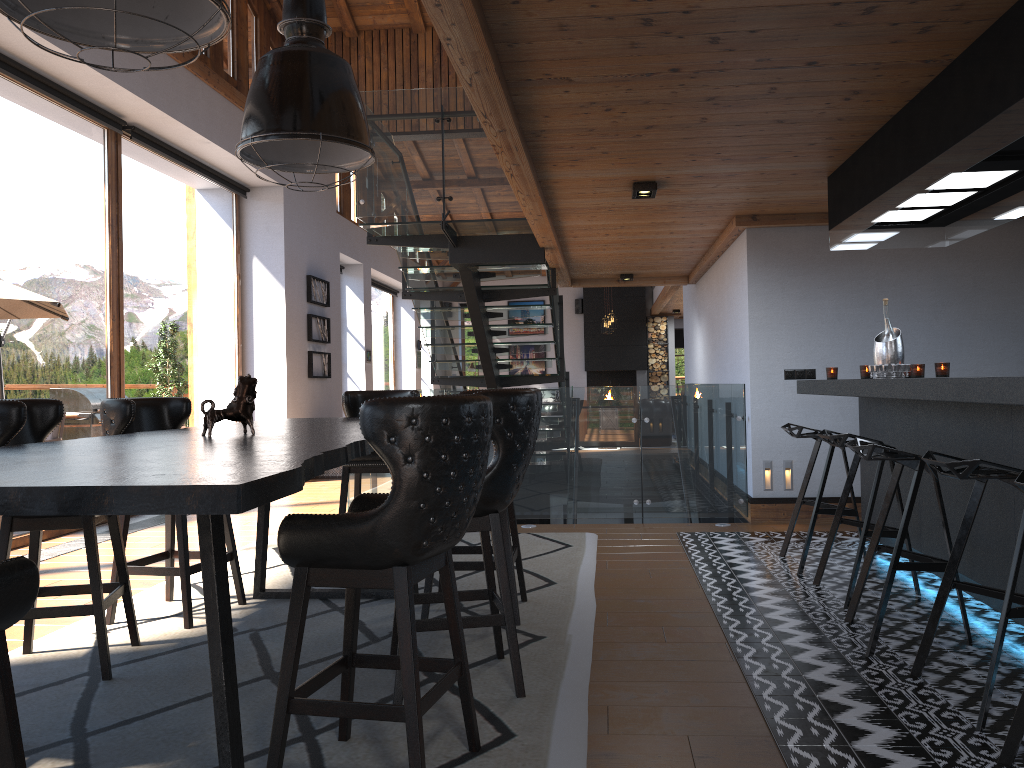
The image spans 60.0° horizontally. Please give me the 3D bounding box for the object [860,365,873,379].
[{"bbox_3d":[2.122,-0.071,5.303,0.080,0.081,0.078,-1,-1,-30],"label":"object"}]

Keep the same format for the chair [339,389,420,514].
[{"bbox_3d":[-0.829,0.585,5.574,0.503,1.092,0.569,-1,-1,4],"label":"chair"}]

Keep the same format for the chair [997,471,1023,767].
[{"bbox_3d":[1.571,0.658,2.246,0.468,0.839,0.540,-1,-1,6],"label":"chair"}]

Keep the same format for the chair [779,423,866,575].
[{"bbox_3d":[1.863,0.657,5.267,0.468,0.839,0.540,-1,-1,5],"label":"chair"}]

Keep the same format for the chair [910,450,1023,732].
[{"bbox_3d":[1.680,0.657,3.017,0.469,0.839,0.539,-1,-1,2],"label":"chair"}]

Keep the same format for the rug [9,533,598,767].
[{"bbox_3d":[-0.907,1.130,3.893,2.546,0.047,5.643,-1,0,6],"label":"rug"}]

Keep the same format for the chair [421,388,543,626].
[{"bbox_3d":[-0.127,0.568,4.265,0.567,1.092,0.505,-1,-1,4],"label":"chair"}]

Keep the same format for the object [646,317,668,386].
[{"bbox_3d":[3.331,-0.223,20.274,0.493,2.612,0.467,-1,-1,5],"label":"object"}]

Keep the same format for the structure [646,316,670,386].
[{"bbox_3d":[3.336,-0.230,20.264,0.501,2.617,0.513,-1,-1,5],"label":"structure"}]

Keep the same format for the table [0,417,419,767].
[{"bbox_3d":[-1.010,0.676,3.582,1.426,0.950,3.804,-1,0,6],"label":"table"}]

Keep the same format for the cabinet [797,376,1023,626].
[{"bbox_3d":[2.187,0.518,3.754,0.887,1.104,4.811,-1,0,6],"label":"cabinet"}]

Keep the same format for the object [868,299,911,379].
[{"bbox_3d":[2.142,-0.257,5.045,0.225,0.452,0.225,-1,-1,5],"label":"object"}]

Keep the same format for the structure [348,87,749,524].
[{"bbox_3d":[-2.299,0.783,9.048,9.191,6.399,11.048,-1,0,5],"label":"structure"}]

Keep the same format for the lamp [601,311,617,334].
[{"bbox_3d":[1.906,-2.122,17.776,0.262,2.202,0.801,-1,-1,-3],"label":"lamp"}]

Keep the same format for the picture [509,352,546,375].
[{"bbox_3d":[0.358,-0.551,20.768,0.877,0.816,0.036,-1,-1,5],"label":"picture"}]

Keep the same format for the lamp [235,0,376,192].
[{"bbox_3d":[-0.982,-3.238,4.079,0.629,4.686,0.614,0,-1,-40],"label":"lamp"}]

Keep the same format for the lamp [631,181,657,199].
[{"bbox_3d":[0.855,-1.260,5.739,0.155,0.068,0.261,-1,0,6],"label":"lamp"}]

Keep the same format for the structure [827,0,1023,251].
[{"bbox_3d":[2.184,-1.087,3.963,0.709,0.476,3.257,-1,0,6],"label":"structure"}]

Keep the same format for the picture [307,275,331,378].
[{"bbox_3d":[-2.539,-0.734,11.680,0.059,1.312,0.775,-1,-1,6],"label":"picture"}]

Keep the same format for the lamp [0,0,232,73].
[{"bbox_3d":[-1.149,-3.238,2.492,0.629,4.686,0.614,0,-1,-40],"label":"lamp"}]

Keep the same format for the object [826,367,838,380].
[{"bbox_3d":[2.158,-0.071,5.975,0.078,0.081,0.080,-2,-1,40],"label":"object"}]

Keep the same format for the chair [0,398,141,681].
[{"bbox_3d":[-1.845,0.601,3.528,0.571,1.092,0.502,-1,-1,-11],"label":"chair"}]

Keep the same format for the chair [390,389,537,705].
[{"bbox_3d":[-0.179,0.568,3.301,0.571,1.092,0.502,-1,-1,-11],"label":"chair"}]

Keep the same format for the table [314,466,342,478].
[{"bbox_3d":[-2.151,0.939,11.651,0.683,0.470,1.257,-1,0,6],"label":"table"}]

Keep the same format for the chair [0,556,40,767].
[{"bbox_3d":[-1.198,0.585,1.555,0.503,1.092,0.569,-1,-1,4],"label":"chair"}]

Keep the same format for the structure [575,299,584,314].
[{"bbox_3d":[1.566,-1.803,20.607,0.213,0.349,0.214,-1,-1,5],"label":"structure"}]

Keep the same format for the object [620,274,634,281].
[{"bbox_3d":[1.353,-1.262,10.466,0.155,0.068,0.261,-1,0,6],"label":"object"}]

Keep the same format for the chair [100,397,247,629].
[{"bbox_3d":[-1.694,0.609,4.339,0.565,1.092,0.507,-1,-1,14],"label":"chair"}]

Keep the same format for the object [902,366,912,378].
[{"bbox_3d":[2.440,-0.077,5.471,0.080,0.081,0.078,-1,-1,-30],"label":"object"}]

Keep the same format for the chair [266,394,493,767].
[{"bbox_3d":[-0.329,0.579,2.489,0.565,1.092,0.507,-1,-1,14],"label":"chair"}]

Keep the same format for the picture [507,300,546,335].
[{"bbox_3d":[0.339,-1.545,20.782,0.877,0.816,0.036,-1,-1,5],"label":"picture"}]

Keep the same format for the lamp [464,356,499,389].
[{"bbox_3d":[-0.751,0.212,19.696,0.522,1.899,1.335,-2,-1,27],"label":"lamp"}]

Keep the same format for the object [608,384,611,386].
[{"bbox_3d":[2.103,0.335,17.111,0.403,0.808,0.624,-1,-1,17],"label":"object"}]

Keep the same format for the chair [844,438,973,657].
[{"bbox_3d":[1.673,0.658,3.734,0.467,0.839,0.541,-1,-1,11],"label":"chair"}]

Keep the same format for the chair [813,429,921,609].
[{"bbox_3d":[1.827,0.656,4.510,0.469,0.839,0.539,-1,-1,2],"label":"chair"}]

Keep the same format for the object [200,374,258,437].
[{"bbox_3d":[-1.134,0.085,3.552,0.223,0.253,0.114,-1,-1,-32],"label":"object"}]

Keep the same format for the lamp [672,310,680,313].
[{"bbox_3d":[3.595,-1.596,19.405,0.155,0.068,0.261,-1,0,6],"label":"lamp"}]

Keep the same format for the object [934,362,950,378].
[{"bbox_3d":[2.379,-0.077,4.900,0.080,0.081,0.078,-1,-1,-30],"label":"object"}]

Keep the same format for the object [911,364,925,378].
[{"bbox_3d":[2.420,-0.077,5.282,0.080,0.081,0.078,-1,-1,-30],"label":"object"}]

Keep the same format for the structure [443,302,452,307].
[{"bbox_3d":[-1.519,-1.741,20.857,0.213,0.349,0.214,-1,-1,5],"label":"structure"}]
